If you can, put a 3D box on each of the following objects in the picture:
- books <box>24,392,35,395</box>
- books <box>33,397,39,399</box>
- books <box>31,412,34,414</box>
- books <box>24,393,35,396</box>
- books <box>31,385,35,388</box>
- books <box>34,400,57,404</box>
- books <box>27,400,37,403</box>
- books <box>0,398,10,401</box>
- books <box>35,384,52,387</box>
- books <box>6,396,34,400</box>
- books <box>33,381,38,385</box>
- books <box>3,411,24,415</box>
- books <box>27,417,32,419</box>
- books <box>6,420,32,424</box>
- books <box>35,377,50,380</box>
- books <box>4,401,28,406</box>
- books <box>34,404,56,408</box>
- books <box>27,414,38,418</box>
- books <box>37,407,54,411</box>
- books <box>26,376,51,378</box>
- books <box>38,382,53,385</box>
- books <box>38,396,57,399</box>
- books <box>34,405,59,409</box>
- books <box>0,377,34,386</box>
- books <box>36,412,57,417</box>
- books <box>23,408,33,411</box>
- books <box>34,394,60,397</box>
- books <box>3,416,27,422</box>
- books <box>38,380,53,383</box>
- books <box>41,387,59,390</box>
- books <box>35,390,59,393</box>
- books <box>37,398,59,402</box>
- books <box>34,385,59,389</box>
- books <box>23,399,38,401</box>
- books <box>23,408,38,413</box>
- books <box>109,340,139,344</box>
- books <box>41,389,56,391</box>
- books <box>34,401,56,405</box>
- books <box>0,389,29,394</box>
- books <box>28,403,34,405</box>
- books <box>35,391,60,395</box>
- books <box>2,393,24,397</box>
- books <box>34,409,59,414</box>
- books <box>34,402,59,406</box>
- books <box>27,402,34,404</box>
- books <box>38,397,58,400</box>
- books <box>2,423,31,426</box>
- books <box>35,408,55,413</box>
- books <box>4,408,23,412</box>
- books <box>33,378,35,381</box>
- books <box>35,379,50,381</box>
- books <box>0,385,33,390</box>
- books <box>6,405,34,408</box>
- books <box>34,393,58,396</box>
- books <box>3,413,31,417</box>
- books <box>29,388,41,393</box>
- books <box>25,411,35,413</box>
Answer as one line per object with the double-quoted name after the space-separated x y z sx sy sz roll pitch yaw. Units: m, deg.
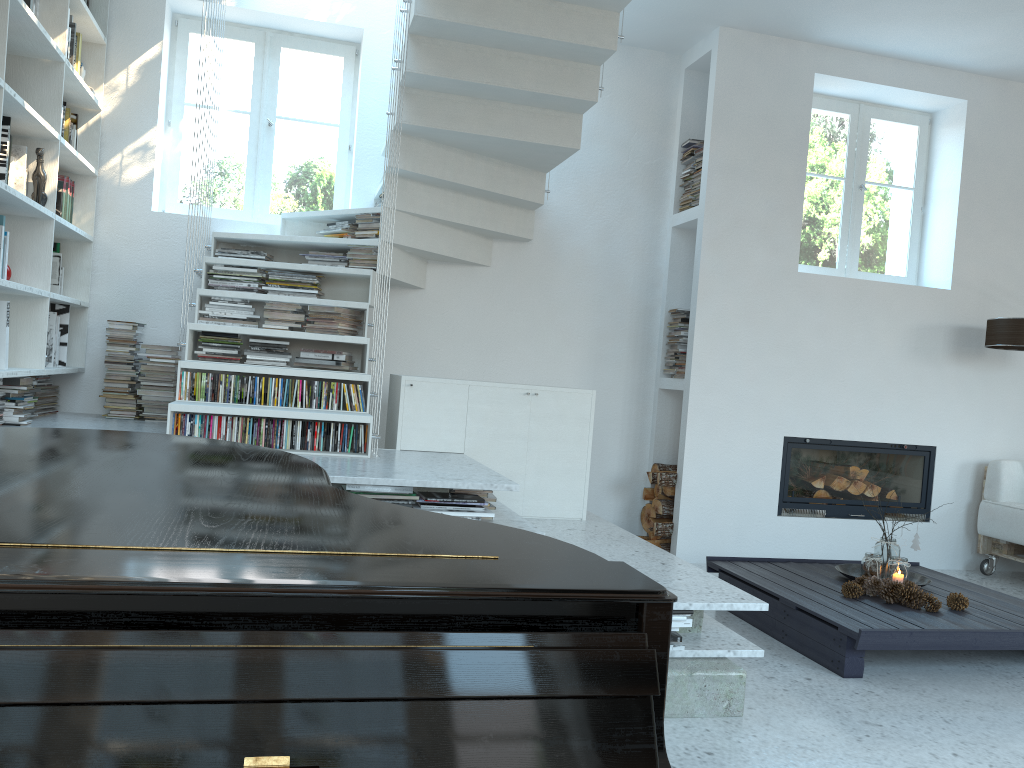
-2.466 0.039 4.299 0.198 0.009 0.354 4 1 -16 "books"
-2.460 0.065 4.302 0.199 0.009 0.315 4 1 -9 "books"
-2.465 0.145 4.303 0.201 0.009 0.359 4 1 -19 "books"
-2.464 0.048 4.300 0.198 0.009 0.354 4 1 -17 "books"
-2.459 0.009 4.302 0.199 0.018 0.315 4 1 -18 "books"
-2.564 0.085 4.689 0.207 0.008 0.327 4 1 -10 "books"
-2.464 0.082 4.302 0.199 0.009 0.315 4 1 -10 "books"
-2.364 0.063 3.922 0.207 0.008 0.327 4 1 -9 "books"
-2.558 0.001 4.686 0.161 0.009 0.254 4 1 -11 "books"
-2.367 0.056 4.059 0.282 0.010 0.169 4 1 -15 "books"
-2.463 -0.008 4.300 0.198 0.017 0.354 4 1 -12 "books"
-2.370 0.123 4.055 0.206 0.012 0.183 4 1 -15 "books"
-2.478 0.163 4.300 0.203 0.009 0.320 4 1 -15 "books"
-2.378 0.166 4.073 0.292 0.008 0.131 4 1 -18 "books"
-2.559 -0.035 4.684 0.161 0.009 0.254 4 1 -15 "books"
-2.370 0.083 4.064 0.236 0.014 0.165 4 1 -14 "books"
-2.568 0.108 4.689 0.207 0.008 0.327 4 1 -11 "books"
-2.467 0.154 4.303 0.203 0.009 0.320 4 1 -9 "books"
-2.577 0.122 4.688 0.207 0.008 0.327 4 1 -14 "books"
-2.561 -0.044 4.683 0.159 0.009 0.285 4 1 -14 "books"
-2.557 -0.008 4.686 0.159 0.009 0.285 4 1 -11 "books"
-2.565 0.062 4.688 0.207 0.008 0.327 4 1 -11 "books"
-2.566 0.115 4.690 0.206 0.007 0.367 4 1 -8 "books"
-2.356 -0.021 4.041 0.267 0.036 0.204 4 1 -13 "books"
-2.572 0.154 4.690 0.206 0.007 0.367 4 1 -11 "books"
-2.474 0.117 4.299 0.203 0.009 0.320 4 1 -15 "books"
-2.567 0.055 4.688 0.205 0.007 0.367 4 1 -6 "books"
-2.375 0.150 4.066 0.244 0.025 0.160 4 1 -15 "books"
-2.554 -0.017 4.686 0.161 0.009 0.254 4 1 -10 "books"
-2.567 0.017 4.687 0.207 0.008 0.327 4 1 -5 "books"
-2.559 0.032 4.689 0.206 0.007 0.367 4 1 -10 "books"
-2.563 0.078 4.689 0.206 0.007 0.367 4 1 -10 "books"
-2.555 0.010 4.689 0.207 0.008 0.327 4 1 -9 "books"
-2.466 0.074 4.301 0.198 0.009 0.354 4 1 -11 "books"
-2.469 0.127 4.301 0.201 0.009 0.359 4 1 -11 "books"
-2.141 -0.231 4.897 0.137 0.006 0.232 4 1 -19 "books"
-2.565 0.024 4.688 0.207 0.008 0.327 4 1 -12 "books"
-2.570 0.092 4.688 0.206 0.007 0.367 4 1 -12 "books"
-2.364 0.025 4.057 0.243 0.015 0.164 4 1 -11 "books"
-2.473 0.099 4.299 0.201 0.009 0.359 4 1 -15 "books"
-2.557 0.040 4.689 0.207 0.008 0.327 4 1 -9 "books"
-2.364 0.042 4.052 0.196 0.019 0.173 4 1 -9 "books"
-2.565 0.139 4.690 0.207 0.008 0.327 4 1 -9 "books"
-2.570 0.100 4.689 0.207 0.008 0.327 4 1 -6 "books"
-2.467 0.091 4.301 0.198 0.009 0.354 4 1 -17 "books"
-2.565 0.070 4.689 0.207 0.008 0.327 4 1 -7 "books"
-2.376 0.177 4.063 0.278 0.012 0.158 4 1 -11 "books"
-2.570 0.131 4.689 0.207 0.008 0.327 4 1 -11 "books"
-2.373 0.111 4.068 0.209 0.013 0.149 4 1 -11 "books"
-2.468 -0.026 4.298 0.198 0.017 0.354 4 1 -14 "books"
-2.562 -0.027 4.683 0.159 0.009 0.285 4 1 -14 "books"
-2.362 0.007 4.056 0.285 0.012 0.159 4 1 -18 "books"
-2.370 0.094 4.061 0.292 0.008 0.158 4 1 -11 "books"
-2.561 0.048 4.689 0.207 0.008 0.327 4 1 -8 "books"
-2.371 0.134 4.055 0.281 0.008 0.168 4 1 -18 "books"
-2.457 0.027 4.303 0.198 0.017 0.354 4 1 -9 "books"
-2.476 0.135 4.299 0.201 0.009 0.359 4 1 -13 "books"
